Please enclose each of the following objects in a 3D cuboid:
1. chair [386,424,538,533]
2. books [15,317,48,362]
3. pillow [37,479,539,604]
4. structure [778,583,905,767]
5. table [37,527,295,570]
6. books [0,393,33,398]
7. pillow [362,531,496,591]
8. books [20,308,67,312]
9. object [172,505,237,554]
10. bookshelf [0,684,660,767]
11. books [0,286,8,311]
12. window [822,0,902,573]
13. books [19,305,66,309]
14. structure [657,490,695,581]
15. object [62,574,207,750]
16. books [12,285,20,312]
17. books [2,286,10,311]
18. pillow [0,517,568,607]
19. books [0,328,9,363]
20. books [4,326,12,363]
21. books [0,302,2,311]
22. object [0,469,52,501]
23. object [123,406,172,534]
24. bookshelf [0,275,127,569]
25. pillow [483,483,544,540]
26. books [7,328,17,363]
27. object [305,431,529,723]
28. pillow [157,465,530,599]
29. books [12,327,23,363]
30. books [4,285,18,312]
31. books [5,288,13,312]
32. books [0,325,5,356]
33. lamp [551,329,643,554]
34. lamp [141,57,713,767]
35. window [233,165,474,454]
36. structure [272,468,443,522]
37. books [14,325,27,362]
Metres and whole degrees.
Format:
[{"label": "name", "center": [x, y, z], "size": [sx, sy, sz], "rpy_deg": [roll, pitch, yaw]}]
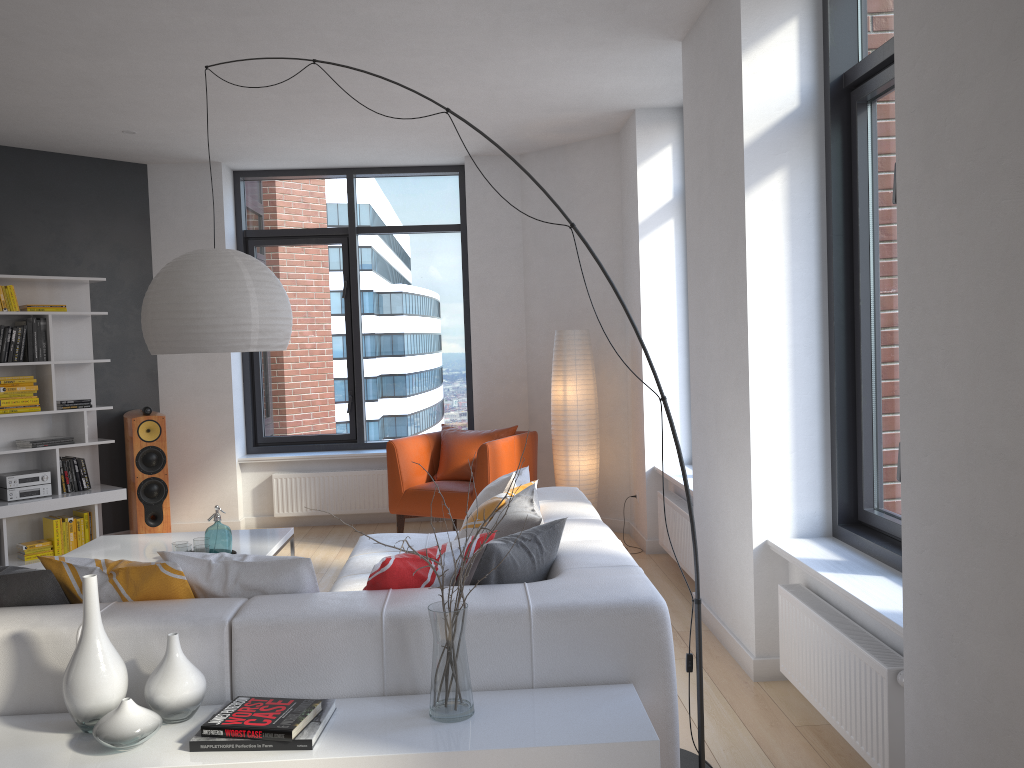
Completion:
[{"label": "chair", "center": [-0.326, 0.746, 6.588], "size": [0.896, 0.858, 0.843], "rpy_deg": [-1, 3, 30]}, {"label": "books", "center": [-3.427, -0.311, 6.321], "size": [0.259, 0.321, 0.128], "rpy_deg": [0, 3, 42]}, {"label": "pillow", "center": [-0.654, 0.706, 3.455], "size": [0.630, 0.440, 2.095], "rpy_deg": [0, 3, 44]}, {"label": "structure", "center": [1.151, 1.050, 3.063], "size": [0.110, 0.460, 1.015], "rpy_deg": [-2, 3, -3]}, {"label": "table", "center": [-1.772, 1.087, 4.560], "size": [1.091, 0.435, 1.091], "rpy_deg": [-2, 3, -3]}, {"label": "books", "center": [-3.503, 0.080, 6.230], "size": [0.217, 0.023, 0.145], "rpy_deg": [-4, 3, -43]}, {"label": "pillow", "center": [-1.155, 0.758, 2.889], "size": [2.250, 0.449, 0.575], "rpy_deg": [-2, 3, -5]}, {"label": "books", "center": [-3.356, -0.525, 6.353], "size": [0.257, 0.028, 0.194], "rpy_deg": [-4, 3, -42]}, {"label": "object", "center": [-1.543, 0.736, 4.401], "size": [0.330, 0.265, 0.330], "rpy_deg": [-1, 3, 21]}, {"label": "bookshelf", "center": [-0.945, 1.139, 2.248], "size": [2.600, 0.500, 0.356], "rpy_deg": [-2, 3, -3]}, {"label": "books", "center": [-3.531, -0.584, 6.107], "size": [0.132, 0.180, 0.054], "rpy_deg": [0, 3, 42]}, {"label": "window", "center": [1.424, -0.531, 3.042], "size": [0.170, 2.402, 1.310], "rpy_deg": [-2, 3, -3]}, {"label": "books", "center": [-3.366, -0.550, 6.355], "size": [0.257, 0.024, 0.203], "rpy_deg": [-4, 4, -44]}, {"label": "structure", "center": [1.045, 0.954, 5.362], "size": [0.110, 0.460, 1.015], "rpy_deg": [-2, 3, -3]}, {"label": "object", "center": [-0.996, 0.690, 2.285], "size": [0.316, 0.398, 0.319], "rpy_deg": [-1, 3, 21]}, {"label": "books", "center": [-3.477, -0.592, 6.173], "size": [0.142, 0.184, 0.044], "rpy_deg": [0, 3, 43]}, {"label": "books", "center": [-3.512, -0.585, 6.117], "size": [0.128, 0.178, 0.044], "rpy_deg": [0, 3, 42]}, {"label": "pillow", "center": [-0.831, 0.720, 2.910], "size": [2.120, 0.436, 0.608], "rpy_deg": [-2, 3, -7]}, {"label": "books", "center": [-3.533, -0.263, 6.126], "size": [0.172, 0.242, 0.069], "rpy_deg": [0, 3, 43]}, {"label": "books", "center": [-3.537, -0.272, 6.160], "size": [0.192, 0.254, 0.075], "rpy_deg": [0, 3, 41]}, {"label": "books", "center": [-3.569, -0.605, 6.098], "size": [0.164, 0.224, 0.054], "rpy_deg": [0, 3, 42]}, {"label": "object", "center": [-3.446, 0.713, 6.249], "size": [0.270, 0.174, 0.285], "rpy_deg": [0, 3, 42]}, {"label": "object", "center": [-2.829, 0.708, 6.863], "size": [0.290, 1.088, 0.434], "rpy_deg": [-4, 3, -33]}, {"label": "bookshelf", "center": [-4.029, 0.325, 5.536], "size": [0.455, 2.052, 3.000], "rpy_deg": [0, 3, 42]}, {"label": "pillow", "center": [-1.268, 0.717, 3.215], "size": [2.953, 0.453, 0.647], "rpy_deg": [-3, 3, -15]}, {"label": "books", "center": [-3.510, -0.269, 6.170], "size": [0.179, 0.243, 0.071], "rpy_deg": [0, 3, 41]}, {"label": "object", "center": [-0.142, 0.489, 2.237], "size": [0.406, 0.744, 0.607], "rpy_deg": [0, 3, 37]}, {"label": "pillow", "center": [-0.469, 0.670, 3.713], "size": [0.580, 0.456, 2.156], "rpy_deg": [-1, 3, 23]}, {"label": "books", "center": [-3.492, -0.274, 6.206], "size": [0.191, 0.249, 0.084], "rpy_deg": [0, 3, 42]}, {"label": "books", "center": [-3.486, -0.590, 6.150], "size": [0.141, 0.184, 0.064], "rpy_deg": [0, 3, 43]}, {"label": "books", "center": [-3.491, -0.576, 6.123], "size": [0.108, 0.161, 0.046], "rpy_deg": [0, 3, 41]}, {"label": "books", "center": [-3.569, -0.273, 6.128], "size": [0.197, 0.260, 0.066], "rpy_deg": [0, 3, 42]}, {"label": "lamp", "center": [0.565, 0.383, 6.333], "size": [0.502, 1.550, 0.804], "rpy_deg": [-4, 3, -42]}, {"label": "lamp", "center": [-0.100, 0.000, 3.046], "size": [3.199, 2.647, 0.710], "rpy_deg": [0, 3, 33]}, {"label": "window", "center": [-1.338, -0.637, 7.646], "size": [1.960, 2.402, 0.170], "rpy_deg": [-2, 3, -3]}, {"label": "structure", "center": [-1.237, 0.944, 7.386], "size": [1.474, 0.460, 0.110], "rpy_deg": [-2, 3, -3]}, {"label": "books", "center": [-3.471, -0.280, 6.232], "size": [0.197, 0.260, 0.066], "rpy_deg": [0, 3, 42]}]
